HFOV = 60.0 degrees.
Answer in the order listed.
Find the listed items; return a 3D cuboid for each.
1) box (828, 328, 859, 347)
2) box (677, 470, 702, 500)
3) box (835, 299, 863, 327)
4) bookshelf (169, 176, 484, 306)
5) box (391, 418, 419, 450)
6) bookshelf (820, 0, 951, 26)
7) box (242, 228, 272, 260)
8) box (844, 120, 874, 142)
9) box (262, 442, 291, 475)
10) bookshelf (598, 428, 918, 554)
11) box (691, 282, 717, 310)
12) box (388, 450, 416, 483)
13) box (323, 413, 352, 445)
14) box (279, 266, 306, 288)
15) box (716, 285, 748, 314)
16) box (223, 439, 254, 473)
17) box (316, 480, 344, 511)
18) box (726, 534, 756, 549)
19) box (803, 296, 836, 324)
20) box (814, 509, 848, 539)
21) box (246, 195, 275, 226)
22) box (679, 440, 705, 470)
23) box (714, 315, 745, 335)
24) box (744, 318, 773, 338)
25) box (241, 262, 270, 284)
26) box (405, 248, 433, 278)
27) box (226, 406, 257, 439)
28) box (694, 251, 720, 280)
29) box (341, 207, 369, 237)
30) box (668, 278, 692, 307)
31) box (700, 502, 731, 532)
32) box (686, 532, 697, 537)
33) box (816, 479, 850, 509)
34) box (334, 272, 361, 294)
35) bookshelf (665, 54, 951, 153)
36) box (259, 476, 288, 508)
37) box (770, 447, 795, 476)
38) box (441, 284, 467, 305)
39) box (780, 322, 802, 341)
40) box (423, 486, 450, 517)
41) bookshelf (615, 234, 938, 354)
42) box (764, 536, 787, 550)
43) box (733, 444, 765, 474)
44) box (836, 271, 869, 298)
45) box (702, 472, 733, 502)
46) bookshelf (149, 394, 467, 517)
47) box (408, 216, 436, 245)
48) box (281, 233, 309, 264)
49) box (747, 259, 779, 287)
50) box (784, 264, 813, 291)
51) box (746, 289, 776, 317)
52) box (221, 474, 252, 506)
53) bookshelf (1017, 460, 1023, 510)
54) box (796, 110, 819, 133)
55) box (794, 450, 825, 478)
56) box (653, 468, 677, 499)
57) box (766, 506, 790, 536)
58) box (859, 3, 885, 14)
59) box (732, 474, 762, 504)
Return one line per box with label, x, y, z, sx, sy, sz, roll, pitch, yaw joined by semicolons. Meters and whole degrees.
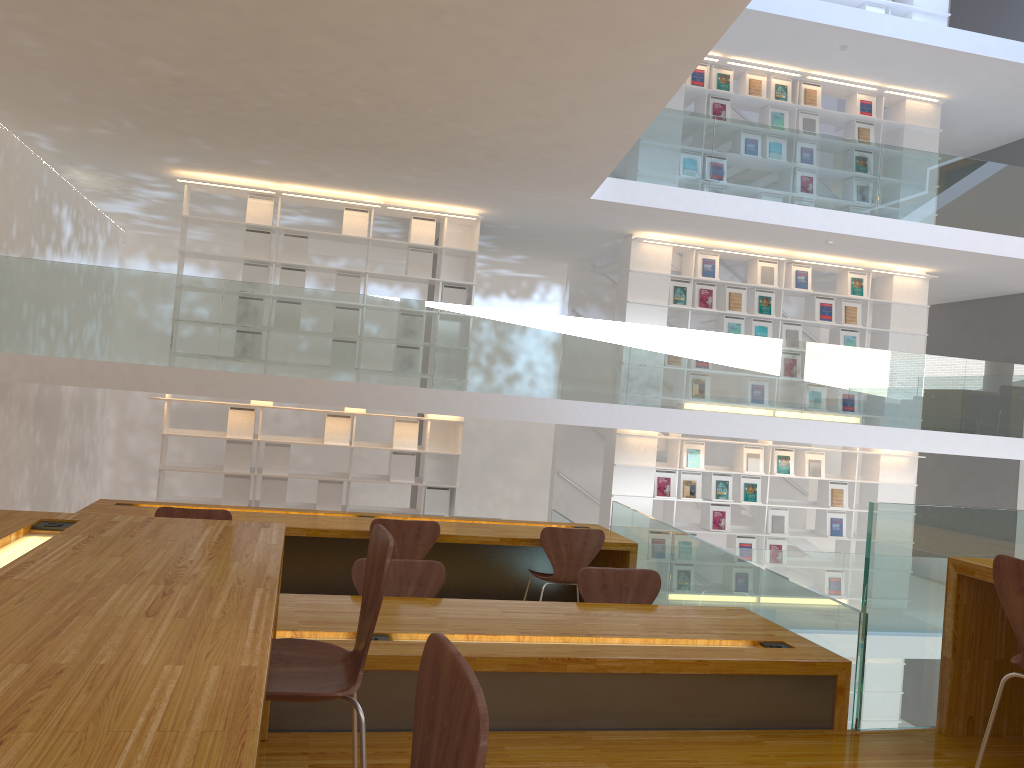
box;3.800;-0.474;10.118;0.245;0.296;0.274;5;-1;-13
box;1.917;1.100;9.681;0.245;0.296;0.274;5;-1;-13
box;3.825;-0.802;10.126;0.245;0.296;0.274;5;-1;-13
bookshelf;-1.857;-0.954;8.781;2.984;1.836;0.498;5;-1;-13
box;-1.088;0.509;9.027;0.245;0.296;0.274;5;-1;-13
bookshelf;3.291;-4.580;10.012;3.666;1.836;0.498;5;-1;-13
box;-2.499;-1.353;8.702;0.245;0.296;0.274;5;-1;-13
box;3.992;-2.841;10.173;0.245;0.296;0.274;5;-1;-13
box;-2.316;0.732;8.737;0.245;0.296;0.274;5;-1;-13
bookshelf;2.780;1.521;9.920;3.666;1.836;0.397;5;-1;-13
box;2.085;-0.953;9.729;0.245;0.296;0.274;5;-1;-13
box;-1.116;0.835;9.019;0.245;0.296;0.274;5;-1;-13
box;-1.745;0.450;8.870;0.245;0.296;0.274;5;-1;-13
box;-2.175;-0.995;8.777;0.245;0.296;0.274;5;-1;-13
box;2.436;-0.923;9.799;0.245;0.296;0.274;5;-1;-13
box;-2.667;0.700;8.654;0.245;0.296;0.274;5;-1;-13
box;-1.821;1.104;8.852;0.245;0.296;0.274;5;-1;-13
box;2.544;1.815;9.813;0.245;0.296;0.274;5;-1;-13
box;3.495;-0.833;10.048;0.245;0.296;0.274;5;-1;-13
box;3.631;1.579;10.071;0.245;0.296;0.274;5;-1;-13
box;-2.472;-1.680;8.709;0.245;0.296;0.274;5;-1;-13
box;1.947;0.772;9.677;0.245;0.296;0.274;5;-1;-13
box;2.410;-0.596;9.791;0.245;0.296;0.274;5;-1;-13
box;2.739;-0.566;9.869;0.245;0.296;0.274;5;-1;-13
box;-2.516;-1.025;8.696;0.245;0.296;0.274;5;-1;-13
box;-0.948;-1.218;9.066;0.245;0.296;0.274;5;-1;-13
box;-2.640;0.374;8.662;0.245;0.296;0.274;5;-1;-13
box;2.115;-1.281;9.724;0.245;0.296;0.274;5;-1;-13
box;-1.577;-1.603;8.917;0.245;0.296;0.274;5;-1;-13
box;1.793;-0.980;9.647;0.245;0.296;0.274;5;-1;-13
box;2.246;1.451;9.745;0.245;0.296;0.274;5;-1;-13
box;1.862;1.755;9.653;0.245;0.296;0.274;5;-1;-13
box;3.657;1.252;10.078;0.245;0.296;0.274;5;-1;-13
box;-1.653;-0.950;8.899;0.245;0.296;0.274;5;-1;-13
bookshelf;3.127;-2.572;9.965;3.666;1.836;0.498;5;-1;-13
box;-2.343;1.058;8.729;0.245;0.296;0.274;5;-1;-13
box;2.998;0.864;9.924;0.245;0.296;0.274;5;-1;-13
box;-0.611;-0.859;9.145;0.245;0.296;0.274;5;-1;-13
box;3.097;-0.535;9.953;0.245;0.296;0.274;5;-1;-13
box;-0.779;1.195;9.097;0.245;0.296;0.274;5;-1;-13
bookshelf;2.960;-0.533;9.918;3.666;1.836;0.498;5;-1;-13
box;2.908;1.846;9.899;0.245;0.296;0.274;5;-1;-13
box;2.636;0.833;9.839;0.245;0.296;0.274;5;-1;-13
box;3.899;-1.125;10.144;0.245;0.296;0.274;5;-1;-13
box;2.268;1.123;9.751;0.245;0.296;0.274;5;-1;-13
bookshelf;-2.025;1.099;8.733;2.984;1.836;0.498;5;-1;-13
box;-0.920;-1.544;9.074;0.245;0.296;0.274;5;-1;-13
box;-2.148;-1.322;8.784;0.245;0.296;0.274;5;-1;-13
box;2.804;-1.221;9.887;0.245;0.296;0.274;5;-1;-13
box;3.209;-1.186;9.982;0.245;0.296;0.274;5;-1;-13
box;2.770;-0.894;9.877;0.245;0.296;0.274;5;-1;-13
box;-2.684;1.029;8.649;0.245;0.296;0.274;5;-1;-13
bookshelf;7.703;1.949;11.023;2.984;1.836;0.498;5;-1;-13
box;3.304;-2.901;10.011;0.245;0.296;0.274;5;-1;-13
box;-0.104;2.344;9.181;7.125;3.764;0.498;5;-1;-13
box;1.625;1.073;9.600;0.245;0.296;0.274;5;-1;-13
box;2.929;1.518;9.905;0.245;0.296;0.274;5;-1;-13
box;4.126;-4.192;10.210;0.245;0.296;0.274;5;-1;-13
box;2.602;1.160;9.830;0.245;0.296;0.274;5;-1;-13
